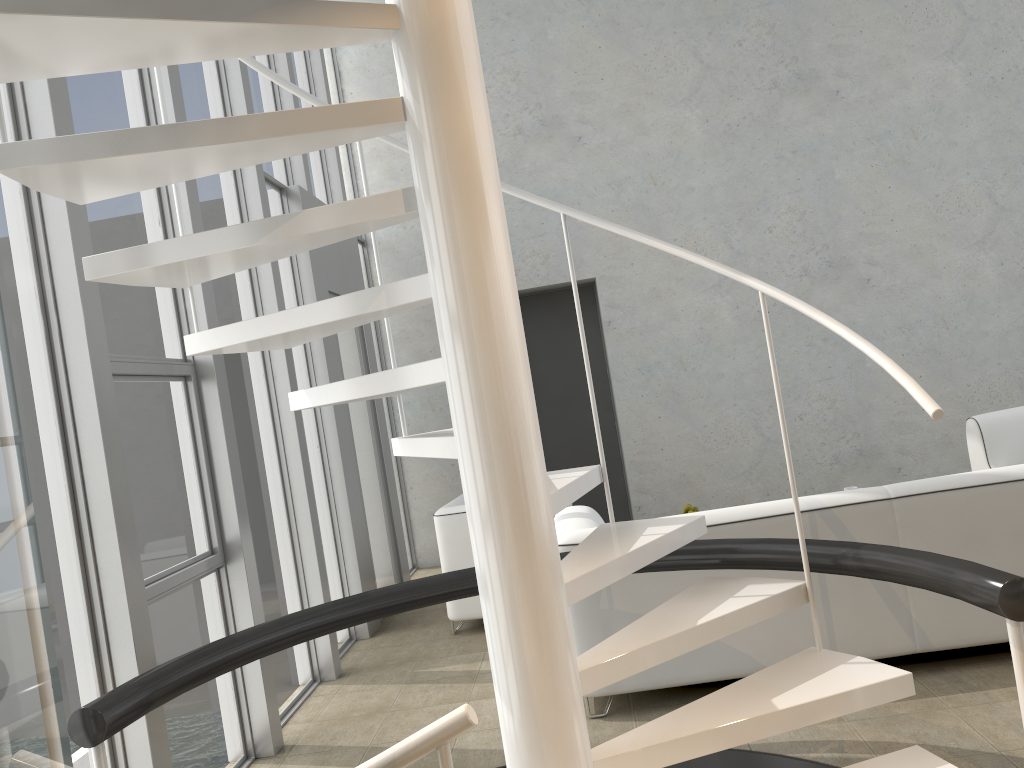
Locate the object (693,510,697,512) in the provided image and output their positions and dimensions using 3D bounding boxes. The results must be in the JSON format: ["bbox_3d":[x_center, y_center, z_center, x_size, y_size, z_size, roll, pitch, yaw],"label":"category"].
[{"bbox_3d":[1.128,0.801,5.494,0.040,0.038,0.040,-9,-1,-25],"label":"object"}]

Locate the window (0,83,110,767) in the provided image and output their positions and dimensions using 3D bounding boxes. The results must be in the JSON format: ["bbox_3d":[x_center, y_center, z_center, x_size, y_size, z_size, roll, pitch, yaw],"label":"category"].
[{"bbox_3d":[-1.611,-1.303,2.284,0.010,5.653,0.742,-9,-1,4],"label":"window"}]

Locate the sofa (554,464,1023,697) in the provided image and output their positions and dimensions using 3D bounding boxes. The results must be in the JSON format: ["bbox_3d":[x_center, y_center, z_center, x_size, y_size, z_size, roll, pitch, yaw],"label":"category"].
[{"bbox_3d":[1.497,0.702,3.780,2.601,0.638,0.971,-9,-1,4],"label":"sofa"}]

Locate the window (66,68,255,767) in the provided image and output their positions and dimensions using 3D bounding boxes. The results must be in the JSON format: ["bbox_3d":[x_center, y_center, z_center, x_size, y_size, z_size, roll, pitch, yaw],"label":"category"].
[{"bbox_3d":[-1.531,-1.306,3.195,0.050,5.700,0.800,-9,-1,4],"label":"window"}]

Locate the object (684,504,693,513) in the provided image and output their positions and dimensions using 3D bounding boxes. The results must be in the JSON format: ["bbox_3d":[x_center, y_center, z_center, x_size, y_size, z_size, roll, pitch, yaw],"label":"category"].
[{"bbox_3d":[1.093,0.770,5.491,0.055,0.056,0.055,-9,-1,4],"label":"object"}]

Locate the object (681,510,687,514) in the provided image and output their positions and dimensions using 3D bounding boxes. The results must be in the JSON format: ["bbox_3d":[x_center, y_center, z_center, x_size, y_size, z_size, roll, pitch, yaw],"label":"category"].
[{"bbox_3d":[1.081,0.808,5.523,0.055,0.054,0.050,-9,-1,-27],"label":"object"}]

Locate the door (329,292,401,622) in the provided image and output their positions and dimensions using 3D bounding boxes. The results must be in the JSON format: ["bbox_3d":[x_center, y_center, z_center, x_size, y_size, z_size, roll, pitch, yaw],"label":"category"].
[{"bbox_3d":[-0.982,0.458,5.904,0.030,2.102,0.804,-9,-1,4],"label":"door"}]

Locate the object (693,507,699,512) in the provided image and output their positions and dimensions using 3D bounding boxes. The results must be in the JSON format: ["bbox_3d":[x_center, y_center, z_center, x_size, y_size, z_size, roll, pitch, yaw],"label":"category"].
[{"bbox_3d":[1.143,0.786,5.530,0.047,0.045,0.047,-9,-1,5],"label":"object"}]

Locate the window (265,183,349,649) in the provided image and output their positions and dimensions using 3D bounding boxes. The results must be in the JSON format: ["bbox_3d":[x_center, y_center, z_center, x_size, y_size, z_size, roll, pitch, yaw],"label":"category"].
[{"bbox_3d":[-1.186,0.177,4.910,0.010,2.646,0.556,-9,-1,4],"label":"window"}]

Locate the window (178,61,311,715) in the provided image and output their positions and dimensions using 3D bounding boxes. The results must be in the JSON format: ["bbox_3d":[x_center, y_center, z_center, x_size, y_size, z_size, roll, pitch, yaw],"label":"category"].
[{"bbox_3d":[-1.480,-1.304,4.107,0.010,5.653,0.742,-9,-1,4],"label":"window"}]

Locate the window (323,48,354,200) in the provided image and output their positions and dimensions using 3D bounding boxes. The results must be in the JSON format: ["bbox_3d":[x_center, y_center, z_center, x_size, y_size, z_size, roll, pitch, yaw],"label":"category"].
[{"bbox_3d":[-1.497,-2.639,6.855,0.010,2.947,0.742,-9,-1,4],"label":"window"}]

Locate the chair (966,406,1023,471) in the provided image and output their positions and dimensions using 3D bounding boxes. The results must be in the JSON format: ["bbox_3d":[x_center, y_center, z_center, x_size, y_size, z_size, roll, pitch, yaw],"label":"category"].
[{"bbox_3d":[3.224,0.442,5.135,0.720,0.635,0.829,-9,-1,-6],"label":"chair"}]

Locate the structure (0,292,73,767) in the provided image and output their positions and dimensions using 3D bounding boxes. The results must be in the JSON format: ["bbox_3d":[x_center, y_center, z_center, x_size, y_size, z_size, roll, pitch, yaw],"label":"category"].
[{"bbox_3d":[3.252,-2.533,3.069,9.817,6.605,10.665,-9,-1,3],"label":"structure"}]

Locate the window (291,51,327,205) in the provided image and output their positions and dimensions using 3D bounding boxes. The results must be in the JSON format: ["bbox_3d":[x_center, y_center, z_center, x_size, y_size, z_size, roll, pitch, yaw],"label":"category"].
[{"bbox_3d":[-1.563,-2.638,5.944,0.010,2.947,0.742,-9,-1,4],"label":"window"}]

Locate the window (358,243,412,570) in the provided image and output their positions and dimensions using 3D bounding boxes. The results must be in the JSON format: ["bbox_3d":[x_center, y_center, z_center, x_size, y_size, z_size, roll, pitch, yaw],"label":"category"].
[{"bbox_3d":[-1.042,0.175,6.893,0.010,2.646,0.605,-9,-1,4],"label":"window"}]

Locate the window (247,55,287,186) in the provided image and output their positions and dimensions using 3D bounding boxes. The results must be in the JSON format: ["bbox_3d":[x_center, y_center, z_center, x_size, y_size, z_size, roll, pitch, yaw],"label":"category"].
[{"bbox_3d":[-1.628,-2.638,5.033,0.010,2.947,0.742,-9,-1,4],"label":"window"}]

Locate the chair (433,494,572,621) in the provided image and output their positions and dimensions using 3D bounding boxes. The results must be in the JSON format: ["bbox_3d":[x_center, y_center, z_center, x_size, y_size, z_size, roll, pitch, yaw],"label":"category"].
[{"bbox_3d":[-0.005,0.958,5.269,0.720,0.635,0.829,-9,-1,9],"label":"chair"}]

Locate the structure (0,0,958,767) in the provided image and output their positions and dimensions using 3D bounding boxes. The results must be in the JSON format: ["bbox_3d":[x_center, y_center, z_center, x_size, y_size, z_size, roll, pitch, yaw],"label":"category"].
[{"bbox_3d":[2.074,0.521,0.458,6.700,6.900,4.916,-9,-1,4],"label":"structure"}]

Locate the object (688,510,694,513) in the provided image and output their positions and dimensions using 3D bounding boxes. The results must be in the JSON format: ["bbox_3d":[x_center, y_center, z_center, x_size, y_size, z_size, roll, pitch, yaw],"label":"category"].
[{"bbox_3d":[1.101,0.798,5.450,0.040,0.043,0.044,-9,-1,19],"label":"object"}]

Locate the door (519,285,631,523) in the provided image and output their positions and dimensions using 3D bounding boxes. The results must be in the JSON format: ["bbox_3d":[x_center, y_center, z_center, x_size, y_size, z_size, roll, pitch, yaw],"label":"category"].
[{"bbox_3d":[0.421,0.263,7.492,0.864,2.080,0.040,-9,-1,4],"label":"door"}]

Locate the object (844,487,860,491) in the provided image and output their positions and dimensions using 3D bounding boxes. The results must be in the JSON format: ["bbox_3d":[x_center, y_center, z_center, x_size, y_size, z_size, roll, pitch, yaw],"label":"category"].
[{"bbox_3d":[1.940,0.619,5.051,0.075,0.057,0.090,-9,-1,-38],"label":"object"}]
